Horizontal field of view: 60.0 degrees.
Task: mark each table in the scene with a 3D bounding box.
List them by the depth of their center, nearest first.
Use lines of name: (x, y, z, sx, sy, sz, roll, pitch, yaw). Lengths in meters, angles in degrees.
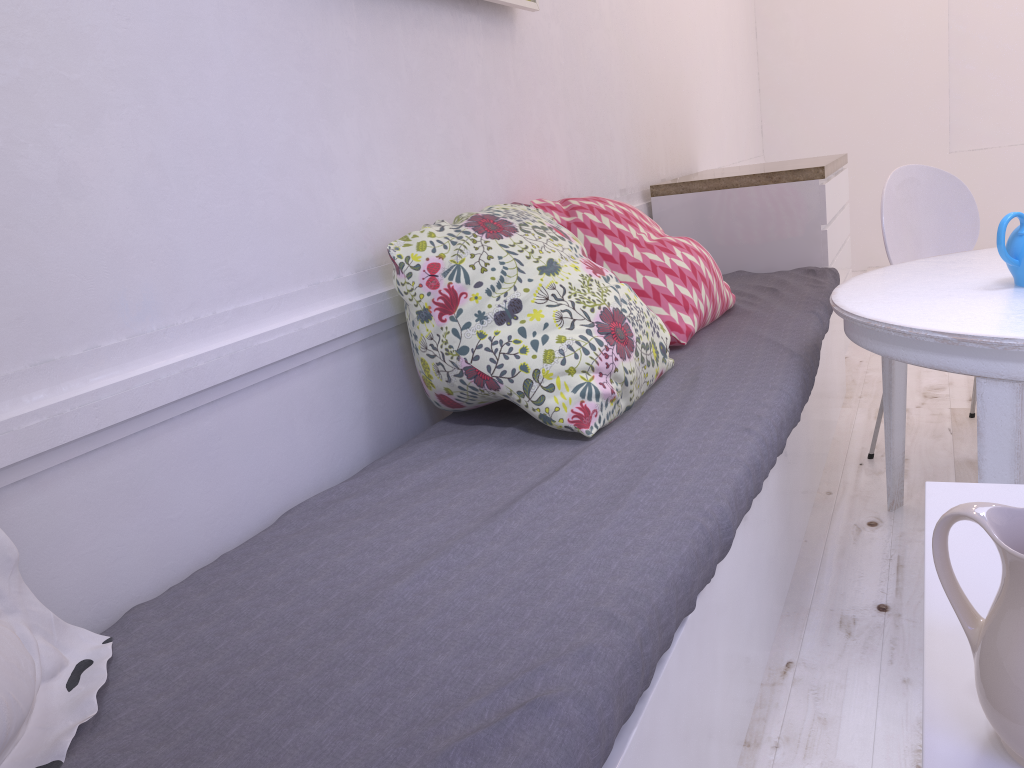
table: (1.009, 0.490, 0.366, 1.514, 0.619, 0.736, -1, 15, 25)
table: (1.270, 0.088, 1.819, 1.140, 0.629, 1.140, -17, 17, -34)

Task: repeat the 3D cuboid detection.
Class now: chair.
chair: (1.345, -0.210, 2.530, 0.604, 0.845, 0.483, -15, 16, -28)

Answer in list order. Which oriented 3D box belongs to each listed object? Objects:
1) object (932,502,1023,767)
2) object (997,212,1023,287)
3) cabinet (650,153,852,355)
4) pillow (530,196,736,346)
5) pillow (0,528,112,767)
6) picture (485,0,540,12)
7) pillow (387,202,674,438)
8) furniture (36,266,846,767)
object: (0.326, 0.144, 0.513, 0.127, 0.152, 0.115, -5, 14, 8)
object: (1.052, -0.275, 1.763, 0.156, 0.151, 0.150, 0, 16, 29)
cabinet: (1.105, -0.522, 3.910, 0.654, 0.842, 1.036, -1, 15, 25)
pillow: (0.336, -0.350, 2.538, 0.491, 0.424, 0.587, 0, 16, 28)
pillow: (-0.647, 0.121, 0.718, 0.374, 0.642, 0.677, -8, 14, -3)
picture: (-0.171, -1.209, 1.974, 0.020, 0.629, 0.971, -1, 15, 25)
pillow: (0.053, -0.168, 1.942, 0.509, 0.447, 0.592, 1, 16, 30)
furniture: (0.257, 0.238, 2.010, 0.769, 0.508, 3.296, -1, 15, 25)
